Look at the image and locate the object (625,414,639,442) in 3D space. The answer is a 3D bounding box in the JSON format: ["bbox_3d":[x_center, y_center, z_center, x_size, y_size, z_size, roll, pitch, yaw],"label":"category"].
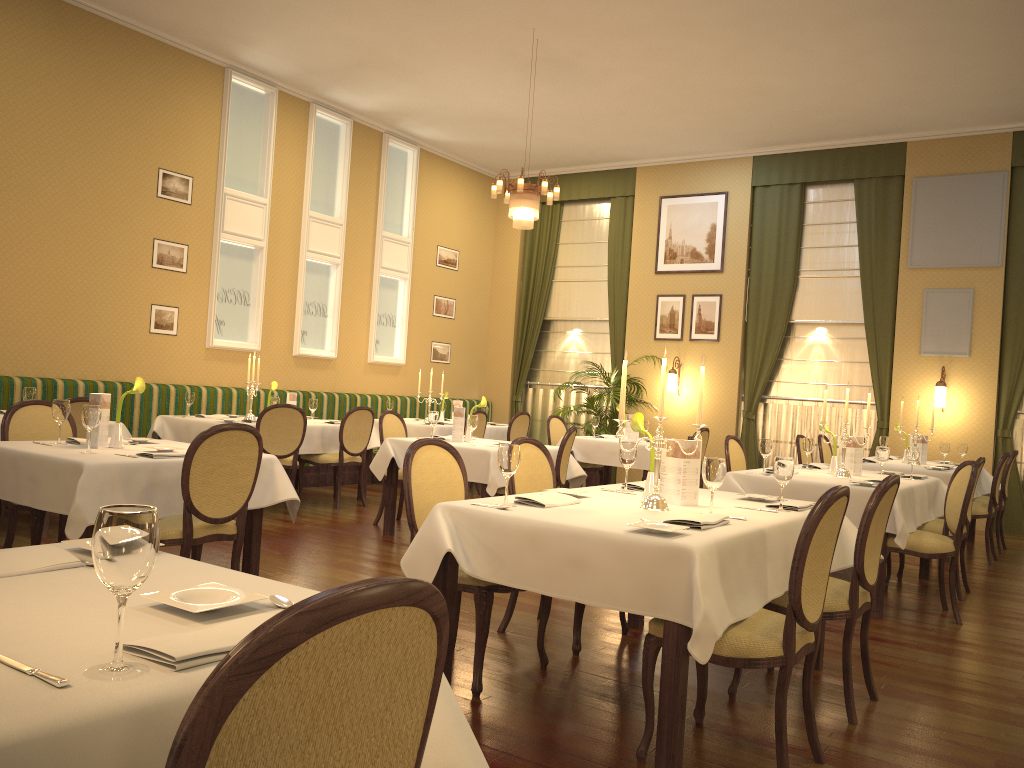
[{"bbox_3d":[1.220,0.451,9.143,0.166,0.277,0.081,3,-1,40],"label":"object"}]

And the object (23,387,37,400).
[{"bbox_3d":[-3.384,0.139,6.212,0.088,0.229,0.088,4,0,-8],"label":"object"}]

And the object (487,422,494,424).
[{"bbox_3d":[-0.273,0.493,11.071,0.160,0.024,0.160,4,-1,34],"label":"object"}]

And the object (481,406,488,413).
[{"bbox_3d":[-0.334,0.382,10.643,0.088,0.229,0.088,4,0,-8],"label":"object"}]

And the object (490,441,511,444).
[{"bbox_3d":[-0.067,0.472,7.026,0.160,0.024,0.160,4,-1,34],"label":"object"}]

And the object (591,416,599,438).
[{"bbox_3d":[0.871,0.451,9.327,0.088,0.229,0.088,4,0,-8],"label":"object"}]

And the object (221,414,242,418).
[{"bbox_3d":[-2.670,0.310,8.488,0.160,0.024,0.160,4,-1,34],"label":"object"}]

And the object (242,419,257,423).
[{"bbox_3d":[-2.252,0.330,7.882,0.142,0.033,0.273,4,-1,34],"label":"object"}]

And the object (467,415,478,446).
[{"bbox_3d":[-0.304,0.350,6.725,0.088,0.229,0.088,4,-1,-14],"label":"object"}]

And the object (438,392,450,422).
[{"bbox_3d":[-0.822,0.277,10.728,0.076,0.375,0.163,4,-1,21],"label":"object"}]

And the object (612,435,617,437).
[{"bbox_3d":[1.113,0.575,9.730,0.160,0.024,0.160,4,-1,34],"label":"object"}]

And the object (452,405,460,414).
[{"bbox_3d":[-0.653,0.357,10.291,0.088,0.229,0.088,4,0,-8],"label":"object"}]

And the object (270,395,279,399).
[{"bbox_3d":[-2.374,0.230,8.851,0.088,0.229,0.088,4,-1,-14],"label":"object"}]

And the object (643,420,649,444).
[{"bbox_3d":[1.325,0.478,8.864,0.088,0.229,0.088,4,0,-8],"label":"object"}]

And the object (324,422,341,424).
[{"bbox_3d":[-1.680,0.379,8.640,0.142,0.024,0.273,4,-1,34],"label":"object"}]

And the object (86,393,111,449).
[{"bbox_3d":[-2.125,0.187,4.532,0.081,0.277,0.166,4,0,-10],"label":"object"}]

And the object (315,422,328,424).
[{"bbox_3d":[-1.841,0.372,8.520,0.185,0.010,0.017,4,-1,34],"label":"object"}]

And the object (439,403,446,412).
[{"bbox_3d":[-0.869,0.350,11.089,0.088,0.229,0.088,4,0,-8],"label":"object"}]

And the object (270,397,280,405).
[{"bbox_3d":[-2.158,0.237,8.053,0.088,0.229,0.088,4,0,-8],"label":"object"}]

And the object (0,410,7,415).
[{"bbox_3d":[-3.764,0.220,6.773,0.142,0.033,0.273,4,-1,34],"label":"object"}]

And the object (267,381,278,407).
[{"bbox_3d":[-2.292,0.158,8.424,0.076,0.375,0.163,4,-1,-34],"label":"object"}]

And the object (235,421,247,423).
[{"bbox_3d":[-2.388,0.327,7.776,0.181,0.015,0.038,3,-1,35],"label":"object"}]

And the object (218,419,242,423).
[{"bbox_3d":[-2.435,0.319,7.620,0.160,0.024,0.160,4,-1,34],"label":"object"}]

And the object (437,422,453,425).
[{"bbox_3d":[-0.747,0.451,10.120,0.142,0.033,0.273,4,-1,34],"label":"object"}]

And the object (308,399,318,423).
[{"bbox_3d":[-1.900,0.258,8.453,0.088,0.229,0.088,4,0,-8],"label":"object"}]

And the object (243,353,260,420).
[{"bbox_3d":[-2.417,0.012,8.256,0.131,0.655,0.390,4,-1,-42],"label":"object"}]

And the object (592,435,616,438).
[{"bbox_3d":[0.988,0.561,9.490,0.142,0.033,0.273,4,-1,34],"label":"object"}]

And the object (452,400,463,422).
[{"bbox_3d":[-0.687,0.337,10.721,0.081,0.277,0.166,4,-1,-40],"label":"object"}]

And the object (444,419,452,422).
[{"bbox_3d":[-0.752,0.460,11.252,0.142,0.033,0.273,4,-1,34],"label":"object"}]

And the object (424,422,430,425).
[{"bbox_3d":[-0.930,0.439,9.857,0.160,0.024,0.160,4,-1,34],"label":"object"}]

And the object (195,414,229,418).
[{"bbox_3d":[-2.767,0.299,8.190,0.142,0.033,0.273,4,-1,34],"label":"object"}]

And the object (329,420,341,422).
[{"bbox_3d":[-1.778,0.373,8.833,0.160,0.024,0.160,4,-1,34],"label":"object"}]

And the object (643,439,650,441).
[{"bbox_3d":[1.444,0.595,9.490,0.160,0.024,0.160,4,-1,34],"label":"object"}]

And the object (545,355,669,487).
[{"bbox_3d":[1.260,0.474,11.702,1.496,1.807,1.552,4,-1,15],"label":"object"}]

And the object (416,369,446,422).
[{"bbox_3d":[-0.963,0.128,10.432,0.390,0.655,0.131,3,-1,40],"label":"object"}]

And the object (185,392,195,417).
[{"bbox_3d":[-2.925,0.186,8.041,0.088,0.229,0.088,4,0,-8],"label":"object"}]

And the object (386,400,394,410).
[{"bbox_3d":[-1.420,0.306,10.279,0.088,0.229,0.088,4,0,-8],"label":"object"}]

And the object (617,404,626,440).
[{"bbox_3d":[1.167,0.398,9.357,0.076,0.375,0.163,4,-1,-34],"label":"object"}]

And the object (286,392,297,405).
[{"bbox_3d":[-2.124,0.222,8.561,0.081,0.277,0.166,4,0,-5],"label":"object"}]

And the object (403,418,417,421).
[{"bbox_3d":[-1.262,0.419,10.427,0.142,0.033,0.273,4,-1,34],"label":"object"}]

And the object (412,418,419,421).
[{"bbox_3d":[-1.165,0.430,10.726,0.160,0.024,0.160,4,-1,34],"label":"object"}]

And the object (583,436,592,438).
[{"bbox_3d":[0.824,0.557,9.252,0.185,0.010,0.017,3,-1,35],"label":"object"}]

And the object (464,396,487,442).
[{"bbox_3d":[-0.294,0.281,7.096,0.163,0.375,0.076,4,-1,11],"label":"object"}]

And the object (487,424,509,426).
[{"bbox_3d":[-0.175,0.499,10.878,0.142,0.024,0.273,4,-1,34],"label":"object"}]

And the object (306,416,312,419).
[{"bbox_3d":[-2.132,0.353,9.255,0.160,0.024,0.160,4,-1,34],"label":"object"}]
